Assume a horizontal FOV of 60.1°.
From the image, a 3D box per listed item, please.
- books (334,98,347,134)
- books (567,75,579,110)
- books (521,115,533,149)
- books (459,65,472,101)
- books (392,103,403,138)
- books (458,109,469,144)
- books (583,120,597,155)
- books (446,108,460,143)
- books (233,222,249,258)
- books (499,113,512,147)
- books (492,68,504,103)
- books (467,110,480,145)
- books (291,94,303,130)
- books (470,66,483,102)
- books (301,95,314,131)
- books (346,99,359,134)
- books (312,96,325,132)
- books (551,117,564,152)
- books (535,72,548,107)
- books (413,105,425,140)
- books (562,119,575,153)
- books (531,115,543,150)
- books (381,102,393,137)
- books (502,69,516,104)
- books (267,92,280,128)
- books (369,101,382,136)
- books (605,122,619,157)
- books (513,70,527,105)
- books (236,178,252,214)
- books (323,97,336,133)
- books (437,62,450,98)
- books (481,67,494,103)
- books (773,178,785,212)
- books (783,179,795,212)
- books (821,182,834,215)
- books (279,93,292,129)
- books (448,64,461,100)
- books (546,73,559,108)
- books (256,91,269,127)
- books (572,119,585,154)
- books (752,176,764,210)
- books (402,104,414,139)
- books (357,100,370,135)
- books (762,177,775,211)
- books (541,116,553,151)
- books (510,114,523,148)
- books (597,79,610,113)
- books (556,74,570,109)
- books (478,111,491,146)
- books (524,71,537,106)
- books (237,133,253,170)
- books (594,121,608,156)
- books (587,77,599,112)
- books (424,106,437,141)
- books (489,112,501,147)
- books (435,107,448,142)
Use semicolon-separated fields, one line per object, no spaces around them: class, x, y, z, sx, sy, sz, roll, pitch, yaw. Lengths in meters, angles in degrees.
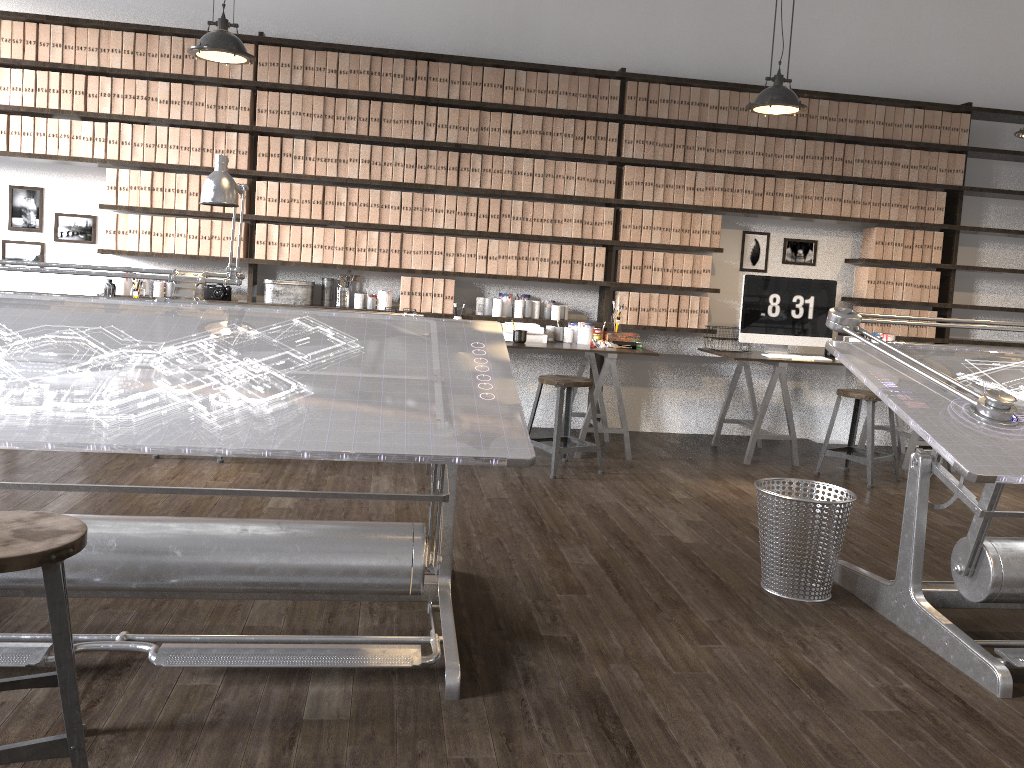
books;-1.089;-1.694;5.649;0.066;0.225;0.175;3;5;-8
books;0.384;-1.900;5.834;0.066;0.224;0.175;3;5;-8
books;0.084;-1.638;5.813;0.066;0.224;0.175;3;5;-8
books;-0.306;-1.933;5.739;0.066;0.225;0.175;3;5;-8
books;-0.736;-1.677;5.697;0.066;0.224;0.175;3;5;-8
books;-0.323;-1.657;5.756;0.066;0.224;0.175;3;5;-8
books;0.502;-1.618;5.869;0.067;0.225;0.175;3;5;-8
books;-0.385;-1.660;5.746;0.066;0.224;0.175;3;5;-8
books;-1.718;-0.911;5.620;0.067;0.225;0.175;3;5;-8
books;-0.049;-1.644;5.791;0.067;0.225;0.175;3;5;-8
books;-0.100;-1.922;5.760;0.067;0.225;0.175;3;5;-8
books;-0.256;-1.654;5.761;0.067;0.225;0.175;3;5;-8
books;-1.354;-1.706;5.609;0.066;0.224;0.175;3;5;-8
books;-0.237;-1.929;5.746;0.066;0.225;0.175;3;5;-8
books;-1.292;-1.703;5.619;0.066;0.224;0.175;3;5;-8
books;-1.018;-1.690;5.655;0.066;0.225;0.175;3;5;-8
books;-1.225;-1.699;5.624;0.067;0.225;0.175;3;5;-8
books;0.287;-1.629;5.843;0.066;0.225;0.175;3;5;-8
books;0.181;-1.909;5.805;0.066;0.225;0.175;3;5;-8
books;-0.602;-1.670;5.712;0.066;0.225;0.175;3;5;-8
books;0.357;-1.625;5.849;0.066;0.225;0.175;3;5;-8
books;0.151;-1.634;5.818;0.067;0.225;0.175;3;5;-8
books;-0.801;-1.680;5.690;0.066;0.224;0.175;3;5;-8
books;-0.028;-1.918;5.770;0.066;0.225;0.175;3;5;-8
books;-1.495;-1.713;5.591;0.066;0.225;0.175;3;5;-8
books;-0.874;-1.683;5.674;0.067;0.225;0.175;3;5;-8
books;0.650;-1.611;5.893;0.066;0.224;0.175;3;5;-8
books;0.043;-1.916;5.784;0.066;0.225;0.175;3;5;-8
books;-1.696;-1.179;5.600;0.067;0.225;0.175;3;5;-8
books;-1.159;-1.697;5.639;0.066;0.225;0.175;3;5;-8
books;-0.446;-1.938;5.712;0.066;0.225;0.175;3;5;-8
books;-0.163;-1.925;5.756;0.066;0.224;0.175;3;5;-8
books;1.799;-1.290;6.079;0.066;0.224;0.175;3;5;-8
books;1.864;-1.286;6.081;0.066;0.225;0.175;3;5;-8
books;2.147;-1.273;6.126;0.066;0.224;0.175;3;5;-8
books;-1.425;-1.709;5.597;0.067;0.225;0.175;3;5;-8
books;-0.374;-1.935;5.725;0.066;0.225;0.175;3;5;-8
books;0.251;-1.906;5.811;0.067;0.225;0.175;3;5;-8
books;-1.564;-1.716;5.583;0.066;0.225;0.175;3;5;-8
books;0.427;-1.622;5.864;0.066;0.225;0.175;3;5;-8
books;1.651;-1.297;6.058;0.066;0.225;0.175;3;5;-8
books;-0.673;-1.673;5.701;0.067;0.225;0.175;3;5;-8
books;-0.949;-1.687;5.669;0.066;0.225;0.175;3;5;-8
books;1.726;-1.293;6.063;0.067;0.225;0.175;3;5;-8
books;0.217;-1.632;5.833;0.066;0.225;0.175;3;5;-8
books;0.022;-1.641;5.803;0.066;0.224;0.175;3;5;-8
books;0.587;-1.890;5.864;0.066;0.225;0.175;3;5;-8
books;0.322;-1.902;5.823;0.066;0.224;0.175;3;5;-8
books;-0.188;-1.651;5.777;0.066;0.225;0.175;3;5;-8
books;0.112;-1.913;5.798;0.066;0.225;0.175;3;5;-8
books;-1.682;-1.455;5.587;0.066;0.225;0.175;3;5;-8
books;0.575;-1.615;5.885;0.066;0.224;0.175;3;5;-8
books;0.517;-1.894;5.854;0.066;0.225;0.175;3;5;-8
books;-0.530;-1.667;5.725;0.066;0.225;0.175;3;5;-8
books;-0.119;-1.648;5.785;0.066;0.225;0.175;3;5;-8
books;-0.456;-1.663;5.734;0.067;0.225;0.175;3;5;-8
